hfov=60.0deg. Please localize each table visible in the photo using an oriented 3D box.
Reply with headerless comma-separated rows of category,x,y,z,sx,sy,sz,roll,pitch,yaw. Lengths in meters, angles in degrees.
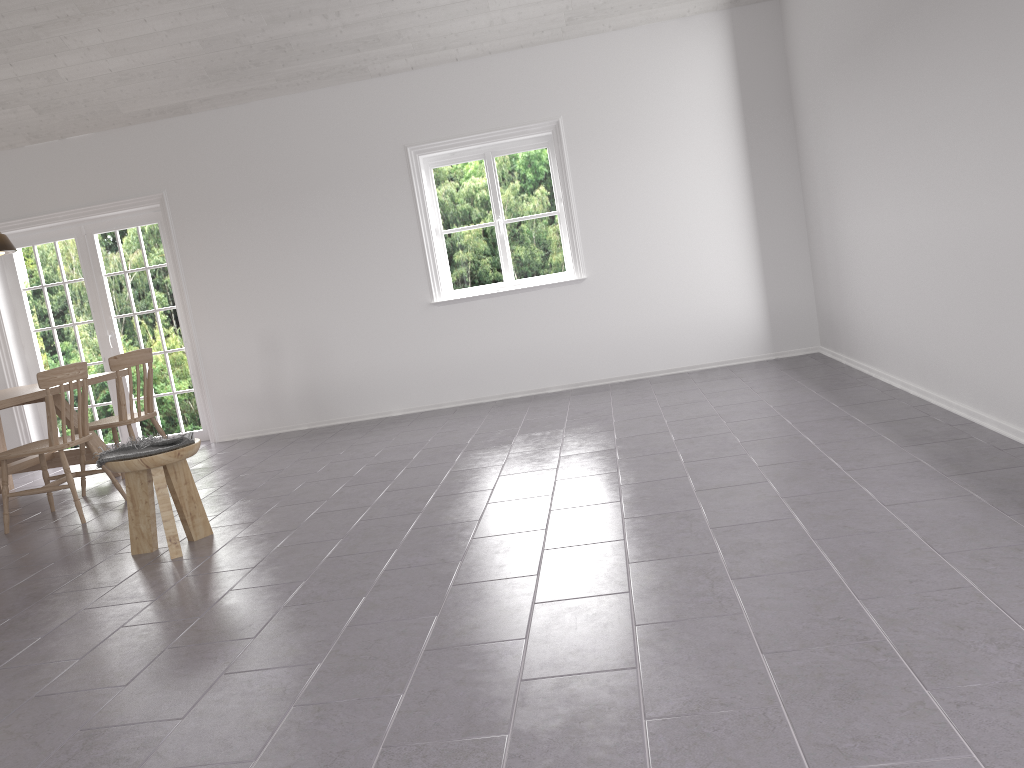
table,-3.496,0.489,5.833,1.001,0.749,2.300,-9,8,7

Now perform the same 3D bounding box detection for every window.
window,-0.106,-1.314,7.103,1.055,1.168,0.120,-9,8,7

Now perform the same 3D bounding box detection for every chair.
chair,-2.669,0.242,6.061,0.519,0.902,0.506,-8,8,12
chair,-2.743,0.357,5.281,0.519,0.902,0.506,-9,8,7
chair,-1.630,0.539,4.145,0.431,0.479,0.431,-6,8,23

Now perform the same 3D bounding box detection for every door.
door,-3.460,-0.377,7.583,1.571,2.024,0.115,-9,8,7

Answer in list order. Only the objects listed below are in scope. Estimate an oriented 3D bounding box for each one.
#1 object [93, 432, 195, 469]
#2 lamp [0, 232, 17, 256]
object,-1.721,0.296,4.157,0.462,0.120,0.348,-13,8,-23
lamp,-3.810,-1.758,6.047,0.410,1.796,0.410,-3,10,41
